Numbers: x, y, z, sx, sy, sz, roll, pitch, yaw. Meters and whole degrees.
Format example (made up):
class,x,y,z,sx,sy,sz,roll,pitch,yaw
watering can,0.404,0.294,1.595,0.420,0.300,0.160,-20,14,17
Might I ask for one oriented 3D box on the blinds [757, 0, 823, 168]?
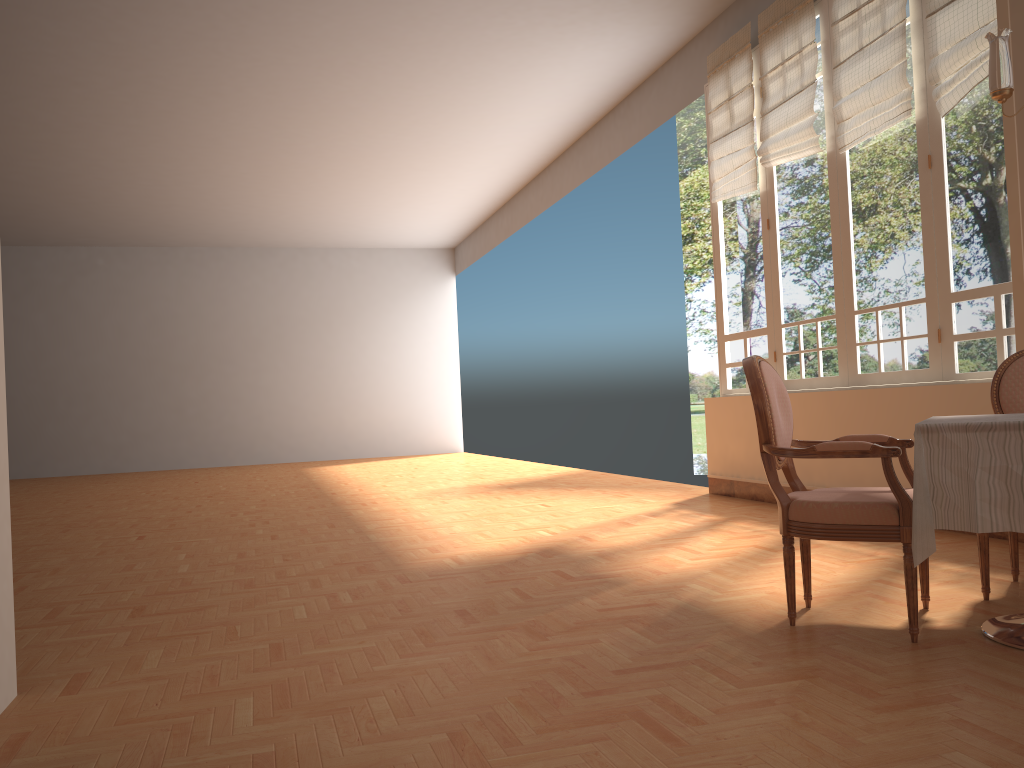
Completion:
class,x,y,z,sx,sy,sz,roll,pitch,yaw
blinds,1.941,-2.163,6.291,0.085,1.235,0.699,-2,-1,-16

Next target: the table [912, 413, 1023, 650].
class,x,y,z,sx,sy,sz,roll,pitch,yaw
table,1.709,0.434,2.717,0.829,0.677,0.831,-4,-2,29

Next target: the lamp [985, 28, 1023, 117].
class,x,y,z,sx,sy,sz,roll,pitch,yaw
lamp,2.151,-1.297,3.620,0.274,0.362,0.320,-2,-1,-16

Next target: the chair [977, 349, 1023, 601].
class,x,y,z,sx,sy,sz,roll,pitch,yaw
chair,2.030,0.311,3.336,0.521,0.931,0.593,-3,-1,28

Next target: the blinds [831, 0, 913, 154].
class,x,y,z,sx,sy,sz,roll,pitch,yaw
blinds,2.186,-2.166,5.471,0.054,1.301,0.689,-2,-1,-16

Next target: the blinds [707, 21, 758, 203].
class,x,y,z,sx,sy,sz,roll,pitch,yaw
blinds,1.737,-2.102,7.052,0.038,1.292,0.689,-2,-1,-16

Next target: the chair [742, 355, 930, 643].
class,x,y,z,sx,sy,sz,roll,pitch,yaw
chair,1.125,0.346,3.065,0.593,0.931,0.521,-3,-1,28

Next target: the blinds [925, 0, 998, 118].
class,x,y,z,sx,sy,sz,roll,pitch,yaw
blinds,2.435,-2.164,4.653,0.072,1.376,0.699,-2,-1,-16
